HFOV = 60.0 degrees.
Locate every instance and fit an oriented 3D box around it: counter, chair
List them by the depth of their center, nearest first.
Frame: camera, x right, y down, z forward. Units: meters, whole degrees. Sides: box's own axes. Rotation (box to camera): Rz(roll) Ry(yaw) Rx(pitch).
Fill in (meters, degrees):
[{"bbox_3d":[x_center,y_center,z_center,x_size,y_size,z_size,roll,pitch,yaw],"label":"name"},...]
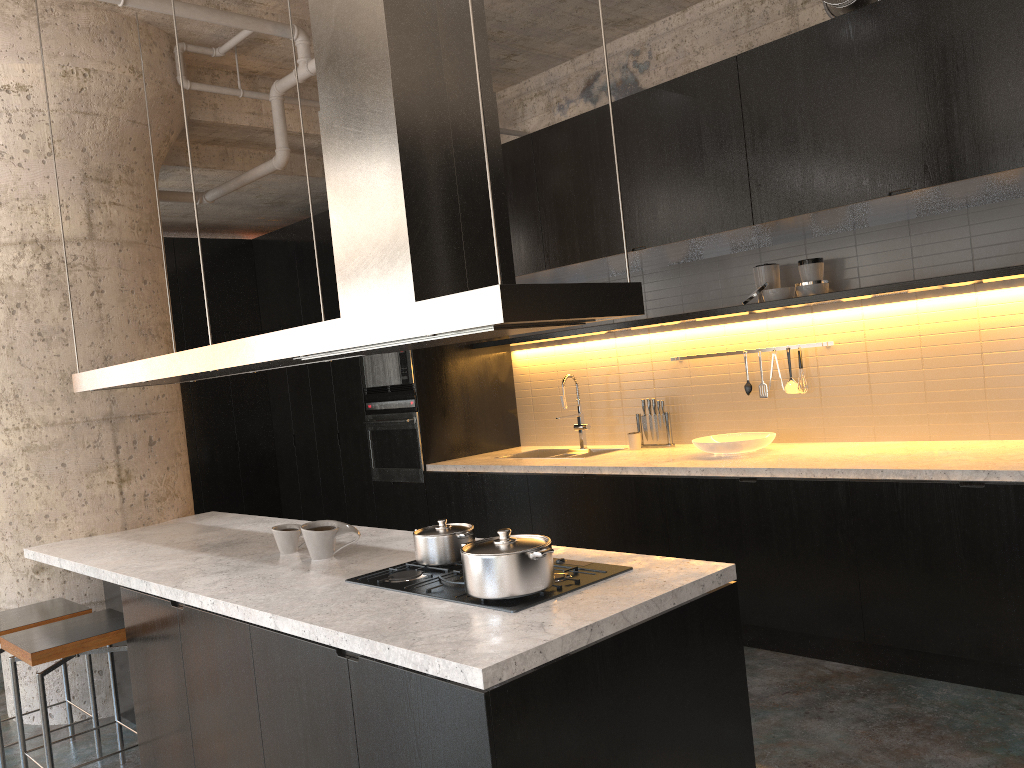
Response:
[{"bbox_3d":[-0.899,0.701,3.536,1.000,0.046,3.500,-7,1,-43],"label":"counter"},{"bbox_3d":[-1.803,1.375,3.729,0.450,0.698,0.450,-7,1,-43],"label":"chair"},{"bbox_3d":[-2.210,1.412,4.090,0.450,0.698,0.450,-7,1,-43],"label":"chair"},{"bbox_3d":[1.222,0.493,5.326,1.000,0.142,4.360,-7,1,-43],"label":"counter"}]

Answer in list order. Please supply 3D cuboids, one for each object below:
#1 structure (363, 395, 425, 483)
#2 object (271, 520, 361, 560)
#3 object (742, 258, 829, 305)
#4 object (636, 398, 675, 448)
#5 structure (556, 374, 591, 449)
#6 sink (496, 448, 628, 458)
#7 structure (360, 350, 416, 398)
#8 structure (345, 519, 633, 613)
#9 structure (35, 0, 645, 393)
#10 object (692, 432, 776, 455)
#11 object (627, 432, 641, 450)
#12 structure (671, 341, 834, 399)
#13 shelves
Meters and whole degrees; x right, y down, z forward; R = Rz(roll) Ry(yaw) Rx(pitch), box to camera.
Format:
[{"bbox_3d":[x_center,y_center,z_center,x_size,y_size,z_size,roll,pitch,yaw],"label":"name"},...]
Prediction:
[{"bbox_3d":[-0.722,0.405,6.970,0.649,0.651,0.664,-7,1,-43],"label":"structure"},{"bbox_3d":[-0.778,0.600,3.470,0.188,0.133,0.437,-7,1,-43],"label":"object"},{"bbox_3d":[1.587,-0.609,5.190,0.462,0.240,0.334,-5,1,44],"label":"object"},{"bbox_3d":[0.971,0.266,6.084,0.291,0.336,0.060,-5,1,41],"label":"object"},{"bbox_3d":[0.425,0.206,6.425,0.269,0.559,0.125,-7,1,-43],"label":"structure"},{"bbox_3d":[0.346,0.560,6.330,0.458,0.134,0.890,-7,1,-43],"label":"sink"},{"bbox_3d":[-0.748,-0.161,6.992,0.612,0.450,0.659,-7,1,-43],"label":"structure"},{"bbox_3d":[-0.097,0.512,2.793,0.506,0.187,0.833,-7,1,-43],"label":"structure"},{"bbox_3d":[-1.002,-1.111,3.390,0.538,2.100,3.117,-7,1,-43],"label":"structure"},{"bbox_3d":[1.328,0.364,5.298,0.490,0.093,0.490,-5,1,44],"label":"object"},{"bbox_3d":[0.842,0.389,6.088,0.092,0.117,0.092,-6,1,-4],"label":"object"},{"bbox_3d":[1.497,-0.061,5.620,0.074,0.315,1.171,-7,1,-43],"label":"structure"},{"bbox_3d":[1.332,-0.444,5.506,0.403,0.043,4.362,-7,1,-43],"label":"shelves"}]
